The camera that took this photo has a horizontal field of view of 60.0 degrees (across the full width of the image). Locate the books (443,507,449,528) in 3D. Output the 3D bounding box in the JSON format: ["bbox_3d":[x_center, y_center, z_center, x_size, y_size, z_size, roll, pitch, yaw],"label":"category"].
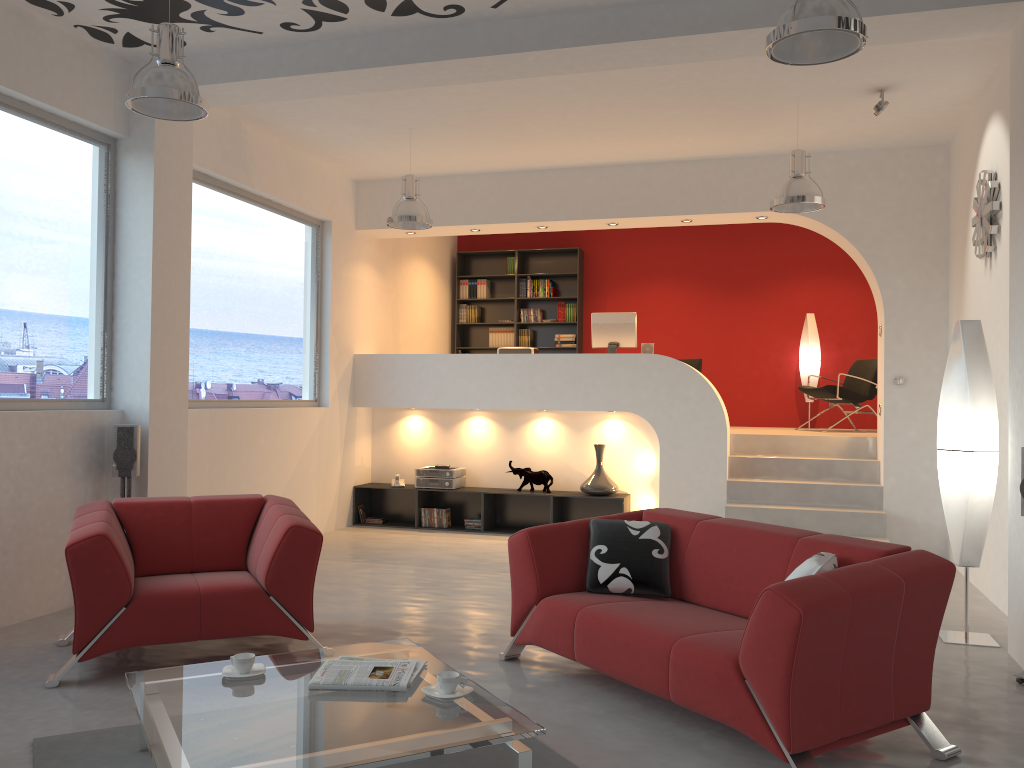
[{"bbox_3d":[-0.657,1.337,8.864,0.031,0.190,0.135,0,-1,17],"label":"books"}]

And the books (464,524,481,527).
[{"bbox_3d":[-0.362,1.398,8.828,0.190,0.015,0.135,0,-1,22],"label":"books"}]

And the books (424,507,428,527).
[{"bbox_3d":[-0.844,1.335,8.920,0.031,0.190,0.135,0,-1,17],"label":"books"}]

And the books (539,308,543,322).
[{"bbox_3d":[0.377,-0.875,11.449,0.031,0.190,0.135,0,-1,17],"label":"books"}]

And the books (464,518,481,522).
[{"bbox_3d":[-0.369,1.353,8.831,0.190,0.015,0.135,1,-1,12],"label":"books"}]

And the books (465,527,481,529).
[{"bbox_3d":[-0.359,1.428,8.826,0.190,0.015,0.135,1,-1,12],"label":"books"}]

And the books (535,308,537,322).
[{"bbox_3d":[0.334,-0.875,11.462,0.031,0.190,0.135,0,-1,17],"label":"books"}]

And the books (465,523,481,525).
[{"bbox_3d":[-0.356,1.383,8.826,0.190,0.015,0.135,0,-1,17],"label":"books"}]

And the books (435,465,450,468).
[{"bbox_3d":[-0.701,0.830,8.944,0.135,0.015,0.190,1,-1,2],"label":"books"}]

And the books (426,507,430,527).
[{"bbox_3d":[-0.830,1.335,8.916,0.031,0.190,0.135,0,-1,17],"label":"books"}]

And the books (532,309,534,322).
[{"bbox_3d":[0.291,-0.876,11.475,0.031,0.190,0.135,0,-1,17],"label":"books"}]

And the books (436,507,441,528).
[{"bbox_3d":[-0.729,1.336,8.886,0.031,0.190,0.135,0,-1,17],"label":"books"}]

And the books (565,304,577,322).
[{"bbox_3d":[0.767,-0.897,11.325,0.146,0.240,0.170,0,-1,17],"label":"books"}]

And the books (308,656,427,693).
[{"bbox_3d":[-0.521,1.045,3.197,0.367,0.035,0.345,1,-1,7],"label":"books"}]

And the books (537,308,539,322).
[{"bbox_3d":[0.348,-0.875,11.458,0.031,0.190,0.135,0,-1,17],"label":"books"}]

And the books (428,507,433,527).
[{"bbox_3d":[-0.801,1.336,8.907,0.031,0.190,0.135,0,-1,17],"label":"books"}]

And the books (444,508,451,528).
[{"bbox_3d":[-0.643,1.337,8.860,0.031,0.190,0.135,0,-1,17],"label":"books"}]

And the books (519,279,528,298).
[{"bbox_3d":[0.164,-1.226,11.511,0.090,0.256,0.181,0,-1,17],"label":"books"}]

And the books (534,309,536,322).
[{"bbox_3d":[0.319,-0.875,11.466,0.031,0.190,0.135,0,-1,17],"label":"books"}]

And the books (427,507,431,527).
[{"bbox_3d":[-0.815,1.336,8.911,0.031,0.190,0.135,0,-1,17],"label":"books"}]

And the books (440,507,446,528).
[{"bbox_3d":[-0.686,1.337,8.873,0.031,0.190,0.135,0,-1,17],"label":"books"}]

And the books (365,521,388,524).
[{"bbox_3d":[-1.396,1.419,9.135,0.190,0.015,0.135,0,-1,17],"label":"books"}]

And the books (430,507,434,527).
[{"bbox_3d":[-0.786,1.336,8.903,0.031,0.190,0.135,0,-1,17],"label":"books"}]

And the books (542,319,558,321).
[{"bbox_3d":[0.494,-0.816,11.413,0.190,0.015,0.135,0,-1,22],"label":"books"}]

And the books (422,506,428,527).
[{"bbox_3d":[-0.873,1.335,8.929,0.031,0.190,0.135,0,-1,17],"label":"books"}]

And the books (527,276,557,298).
[{"bbox_3d":[0.384,-1.240,11.422,0.341,0.286,0.231,0,-1,17],"label":"books"}]

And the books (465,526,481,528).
[{"bbox_3d":[-0.353,1.413,8.825,0.190,0.015,0.135,0,-1,17],"label":"books"}]

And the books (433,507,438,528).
[{"bbox_3d":[-0.758,1.336,8.894,0.031,0.190,0.135,0,-1,17],"label":"books"}]

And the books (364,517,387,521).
[{"bbox_3d":[-1.406,1.389,9.138,0.190,0.015,0.135,0,-1,17],"label":"books"}]

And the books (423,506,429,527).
[{"bbox_3d":[-0.858,1.335,8.924,0.031,0.190,0.135,0,-1,17],"label":"books"}]

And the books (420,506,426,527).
[{"bbox_3d":[-0.887,1.335,8.933,0.031,0.190,0.135,0,-1,17],"label":"books"}]

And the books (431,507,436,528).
[{"bbox_3d":[-0.772,1.336,8.899,0.031,0.190,0.135,0,-1,17],"label":"books"}]

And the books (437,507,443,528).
[{"bbox_3d":[-0.714,1.336,8.882,0.031,0.190,0.135,0,-1,17],"label":"books"}]

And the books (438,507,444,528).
[{"bbox_3d":[-0.700,1.337,8.877,0.031,0.190,0.135,0,-1,17],"label":"books"}]

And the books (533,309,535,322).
[{"bbox_3d":[0.305,-0.875,11.471,0.031,0.190,0.135,0,-1,17],"label":"books"}]

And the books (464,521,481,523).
[{"bbox_3d":[-0.362,1.368,8.821,0.190,0.015,0.135,0,-1,17],"label":"books"}]

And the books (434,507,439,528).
[{"bbox_3d":[-0.743,1.336,8.890,0.031,0.190,0.135,0,-1,17],"label":"books"}]

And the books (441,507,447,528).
[{"bbox_3d":[-0.671,1.337,8.869,0.031,0.190,0.135,0,-1,17],"label":"books"}]

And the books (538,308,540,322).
[{"bbox_3d":[0.363,-0.875,11.453,0.031,0.190,0.135,0,-1,17],"label":"books"}]

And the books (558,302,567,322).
[{"bbox_3d":[0.651,-0.906,11.360,0.090,0.256,0.181,0,-1,17],"label":"books"}]

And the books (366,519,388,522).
[{"bbox_3d":[-1.391,1.404,9.133,0.190,0.015,0.135,0,-1,17],"label":"books"}]

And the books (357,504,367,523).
[{"bbox_3d":[-1.536,1.335,9.125,0.063,0.187,0.135,0,-1,17],"label":"books"}]
